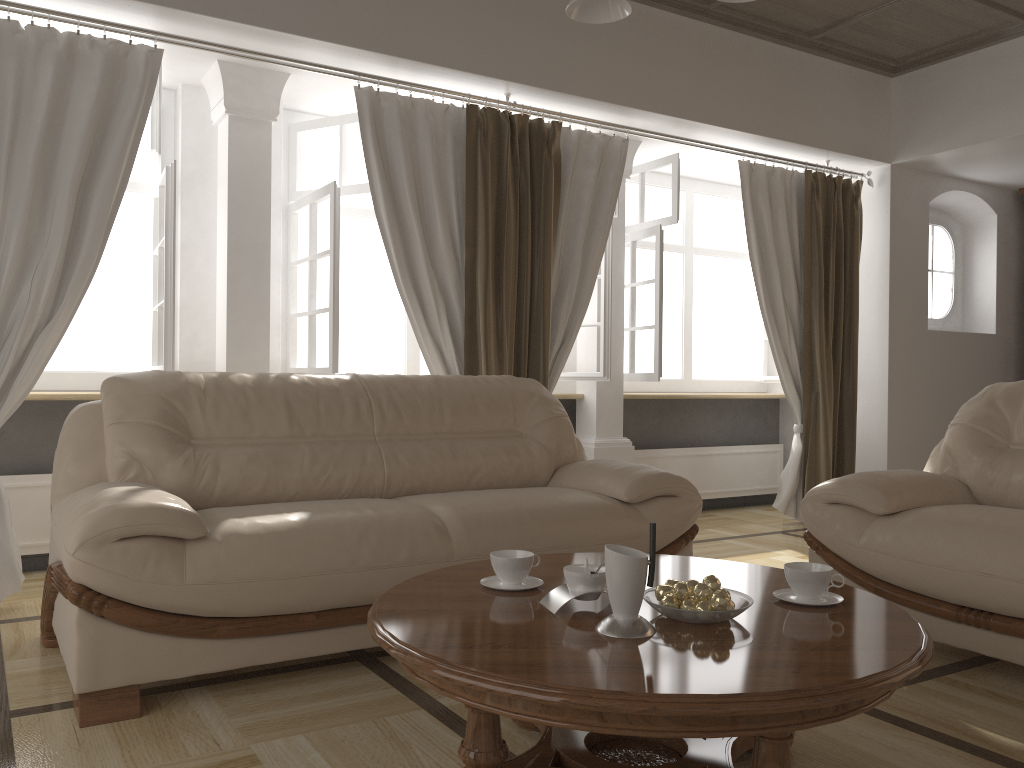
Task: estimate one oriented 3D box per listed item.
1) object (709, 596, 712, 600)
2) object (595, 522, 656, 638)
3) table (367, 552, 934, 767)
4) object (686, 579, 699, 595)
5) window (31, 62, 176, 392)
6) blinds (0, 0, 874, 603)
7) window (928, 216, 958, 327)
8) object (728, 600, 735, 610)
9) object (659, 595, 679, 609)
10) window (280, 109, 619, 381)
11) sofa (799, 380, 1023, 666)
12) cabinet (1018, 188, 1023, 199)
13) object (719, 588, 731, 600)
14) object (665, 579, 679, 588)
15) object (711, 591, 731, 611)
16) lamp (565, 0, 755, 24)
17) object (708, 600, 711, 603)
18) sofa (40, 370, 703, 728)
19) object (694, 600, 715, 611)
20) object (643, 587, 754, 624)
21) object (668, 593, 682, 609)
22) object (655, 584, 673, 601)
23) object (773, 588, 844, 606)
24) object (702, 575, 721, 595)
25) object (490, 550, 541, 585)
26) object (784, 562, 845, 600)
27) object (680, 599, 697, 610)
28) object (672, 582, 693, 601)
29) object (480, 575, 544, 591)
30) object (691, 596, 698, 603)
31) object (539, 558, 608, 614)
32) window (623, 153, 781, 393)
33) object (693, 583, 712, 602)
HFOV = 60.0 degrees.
[{"bbox_3d":[0.415,0.458,1.843,0.039,0.039,0.040,0,0,-42],"label":"object"},{"bbox_3d":[0.222,0.374,1.729,0.119,0.210,0.119,1,0,36],"label":"object"},{"bbox_3d":[0.274,0.675,1.942,1.169,0.392,1.167,0,0,-36],"label":"table"},{"bbox_3d":[0.388,0.442,1.914,0.039,0.039,0.041,1,0,18],"label":"object"},{"bbox_3d":[-2.197,-0.712,3.727,1.600,1.500,0.781,0,0,-31],"label":"window"},{"bbox_3d":[-0.112,-0.295,4.332,5.765,2.294,0.285,0,0,-31],"label":"blinds"},{"bbox_3d":[3.005,-0.804,6.366,0.600,0.784,0.050,0,0,-31],"label":"window"},{"bbox_3d":[0.427,0.449,1.779,0.038,0.041,0.041,1,0,43],"label":"object"},{"bbox_3d":[0.321,0.450,1.807,0.037,0.040,0.041,1,0,-19],"label":"object"},{"bbox_3d":[-0.339,-0.697,4.876,1.759,1.500,0.784,0,0,-32],"label":"window"},{"bbox_3d":[1.787,0.433,2.880,1.052,0.900,1.318,0,0,-31],"label":"sofa"},{"bbox_3d":[4.496,-0.247,5.548,0.587,2.298,2.360,0,0,-31],"label":"cabinet"},{"bbox_3d":[0.443,0.452,1.872,0.039,0.039,0.040,1,0,-21],"label":"object"},{"bbox_3d":[0.349,0.441,1.910,0.040,0.040,0.038,1,0,38],"label":"object"},{"bbox_3d":[0.411,0.429,1.750,0.038,0.042,0.038,1,0,-23],"label":"object"},{"bbox_3d":[0.318,-1.483,1.948,0.713,1.094,0.741,0,0,-31],"label":"lamp"},{"bbox_3d":[0.399,0.458,1.805,0.040,0.038,0.041,1,0,-3],"label":"object"},{"bbox_3d":[-0.450,0.409,3.152,2.135,0.900,1.051,0,0,-31],"label":"sofa"},{"bbox_3d":[0.384,0.451,1.767,0.039,0.039,0.041,1,0,36],"label":"object"},{"bbox_3d":[0.382,0.461,1.836,0.227,0.039,0.227,1,0,-6],"label":"object"},{"bbox_3d":[0.333,0.456,1.844,0.038,0.040,0.040,1,0,19],"label":"object"},{"bbox_3d":[0.323,0.445,1.880,0.041,0.038,0.039,1,0,12],"label":"object"},{"bbox_3d":[0.660,0.478,1.977,0.150,0.010,0.150,0,0,-42],"label":"object"},{"bbox_3d":[0.418,0.423,1.863,0.038,0.044,0.038,0,0,-25],"label":"object"},{"bbox_3d":[0.002,0.436,2.093,0.105,0.071,0.114,1,0,19],"label":"object"},{"bbox_3d":[0.661,0.443,1.973,0.105,0.071,0.114,1,0,-16],"label":"object"},{"bbox_3d":[0.359,0.456,1.795,0.038,0.040,0.039,0,0,-41],"label":"object"},{"bbox_3d":[0.350,0.427,1.823,0.038,0.039,0.040,1,0,43],"label":"object"},{"bbox_3d":[0.000,0.470,2.088,0.150,0.010,0.150,1,0,44],"label":"object"},{"bbox_3d":[0.375,0.458,1.835,0.039,0.038,0.041,1,0,11],"label":"object"},{"bbox_3d":[0.160,0.411,1.905,0.178,0.133,0.104,1,0,-16],"label":"object"},{"bbox_3d":[1.364,-0.683,5.903,1.653,1.500,0.782,0,0,-31],"label":"window"},{"bbox_3d":[0.384,0.423,1.794,0.037,0.041,0.040,1,0,-8],"label":"object"}]
